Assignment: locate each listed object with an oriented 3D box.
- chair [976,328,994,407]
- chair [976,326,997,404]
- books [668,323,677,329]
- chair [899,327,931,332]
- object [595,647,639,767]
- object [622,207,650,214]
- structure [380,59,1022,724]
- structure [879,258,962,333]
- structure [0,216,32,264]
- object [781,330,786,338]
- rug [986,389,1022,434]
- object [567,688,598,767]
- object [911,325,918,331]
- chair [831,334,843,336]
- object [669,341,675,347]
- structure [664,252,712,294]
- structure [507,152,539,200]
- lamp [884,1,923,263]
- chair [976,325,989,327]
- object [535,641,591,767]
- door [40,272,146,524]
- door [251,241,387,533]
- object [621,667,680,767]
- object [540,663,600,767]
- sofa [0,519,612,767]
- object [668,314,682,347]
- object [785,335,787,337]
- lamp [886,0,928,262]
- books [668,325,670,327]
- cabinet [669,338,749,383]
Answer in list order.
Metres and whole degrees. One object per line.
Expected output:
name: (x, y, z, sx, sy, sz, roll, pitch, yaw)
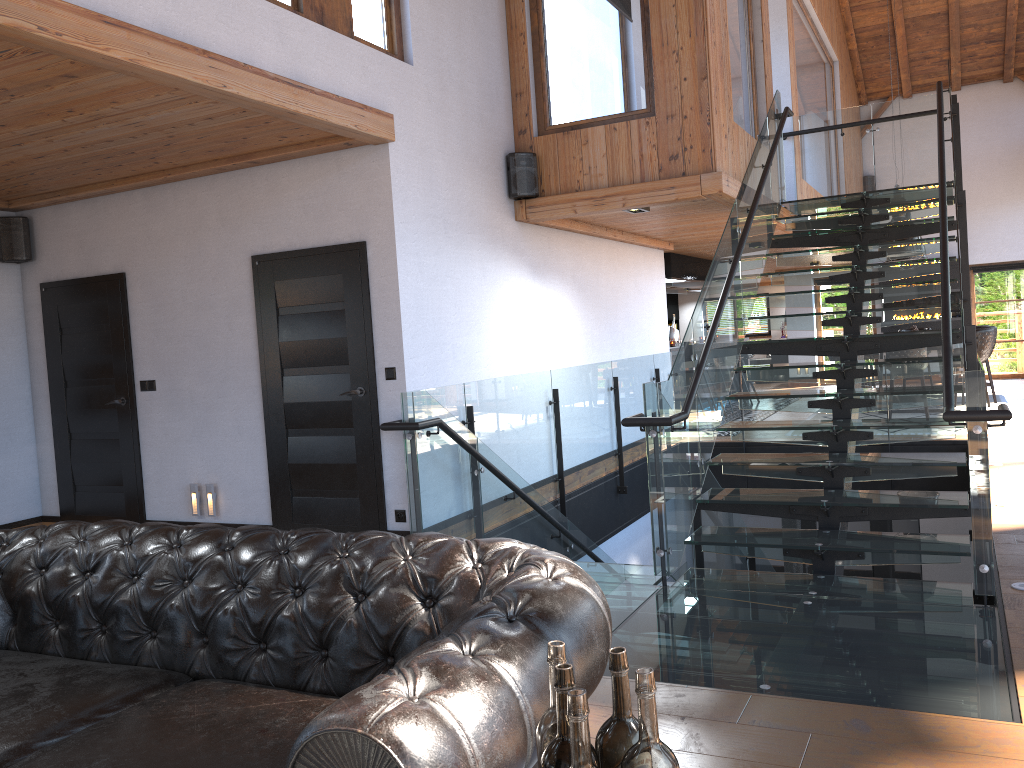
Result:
chair: (6.139, -0.184, 11.831, 0.561, 1.091, 0.510, -2, 3, 35)
chair: (6.567, -0.259, 12.541, 0.566, 1.091, 0.506, -3, 2, 10)
books: (4.397, -1.519, 24.263, 0.210, 0.261, 0.212, -3, 3, 26)
chair: (6.673, -0.375, 14.630, 0.499, 1.091, 0.574, -3, 3, 25)
object: (0.171, 0.551, 1.369, 0.088, 0.286, 0.086, -5, 3, -24)
object: (0.996, -1.423, 7.125, 0.154, 0.068, 0.264, -2, 3, 27)
structure: (5.033, 0.286, 7.185, 9.121, 6.395, 11.140, -2, 3, 26)
structure: (7.733, -1.471, 16.729, 1.430, 1.649, 0.437, -3, 3, 26)
structure: (-3.896, -1.126, 6.932, 0.211, 0.349, 0.216, -3, 3, 26)
object: (5.689, -1.092, 18.569, 0.150, 0.504, 0.328, -3, 3, 26)
rug: (5.615, 0.352, 12.544, 2.527, 0.047, 5.690, -2, 3, 27)
object: (0.098, 0.564, 1.221, 0.086, 0.286, 0.088, -2, 3, 37)
object: (5.862, -0.727, 12.764, 0.222, 0.253, 0.115, -4, 2, -11)
chair: (5.109, -0.204, 13.353, 0.566, 1.091, 0.506, -3, 2, 10)
object: (2.224, -0.556, 12.285, 0.079, 0.081, 0.079, -4, 3, -9)
structure: (2.562, -1.659, 13.549, 0.704, 0.476, 3.284, -2, 3, 27)
structure: (0.084, -1.636, 6.975, 0.211, 0.349, 0.216, -3, 3, 26)
lamp: (5.266, -3.992, 12.261, 0.626, 4.682, 0.617, -5, 2, -19)
chair: (6.958, -0.331, 13.429, 0.563, 1.091, 0.509, -3, 3, 25)
object: (0.081, 0.554, 1.418, 0.087, 0.286, 0.087, -4, 2, 3)
door: (-3.214, 0.213, 6.824, 0.932, 2.054, 0.145, -3, 3, 26)
door: (-1.273, 0.134, 5.878, 0.932, 2.054, 0.145, -3, 3, 26)
object: (0.199, 0.554, 1.282, 0.086, 0.286, 0.088, -2, 3, 39)
object: (0.086, 0.559, 1.319, 0.087, 0.286, 0.088, -4, 2, 4)
sofa: (-0.988, 0.900, 2.451, 2.541, 0.838, 1.252, -2, 3, 26)
object: (2.282, -0.758, 12.531, 0.224, 0.452, 0.227, -3, 3, 26)
object: (5.776, -0.958, 18.829, 0.200, 0.197, 0.359, -2, 3, 38)
lamp: (5.986, -4.114, 13.694, 0.626, 4.682, 0.617, -5, 2, -19)
books: (4.100, -1.460, 23.796, 0.180, 0.232, 0.287, -2, 3, 30)
cabinet: (2.763, -0.075, 13.777, 0.880, 1.103, 4.850, -3, 3, 27)
